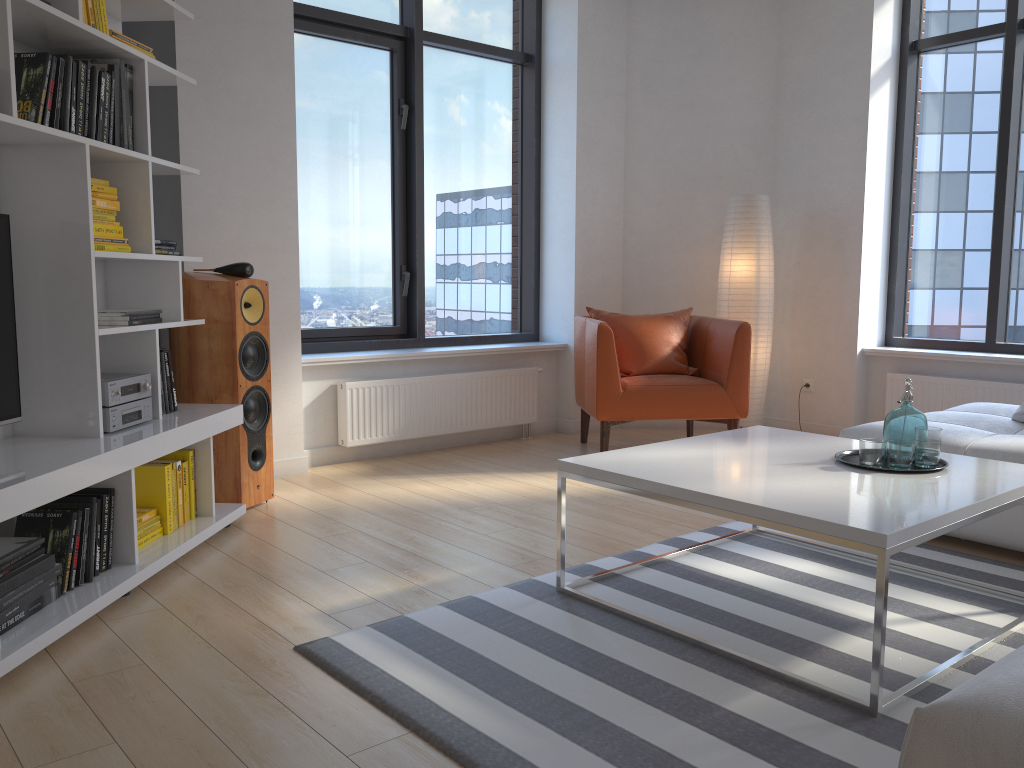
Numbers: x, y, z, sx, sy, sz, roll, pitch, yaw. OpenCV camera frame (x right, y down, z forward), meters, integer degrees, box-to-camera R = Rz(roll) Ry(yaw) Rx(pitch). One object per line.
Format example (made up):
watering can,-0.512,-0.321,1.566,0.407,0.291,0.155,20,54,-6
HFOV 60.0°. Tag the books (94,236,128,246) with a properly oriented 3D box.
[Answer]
books,-1.473,-0.488,3.021,0.203,0.024,0.257,1,7,8

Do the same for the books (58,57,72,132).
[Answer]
books,-1.446,-0.887,2.738,0.172,0.242,0.069,1,7,6

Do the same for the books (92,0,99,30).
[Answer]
books,-1.408,-1.224,2.866,0.128,0.178,0.044,1,7,5

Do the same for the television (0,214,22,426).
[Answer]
television,-1.581,-0.098,2.168,0.207,0.704,1.102,1,7,5

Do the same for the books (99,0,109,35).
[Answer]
books,-1.407,-1.231,2.907,0.141,0.184,0.064,1,7,6

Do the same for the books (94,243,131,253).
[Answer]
books,-1.465,-0.463,3.026,0.194,0.028,0.257,1,7,10

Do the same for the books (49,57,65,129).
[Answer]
books,-1.462,-0.880,2.705,0.169,0.233,0.081,1,7,4

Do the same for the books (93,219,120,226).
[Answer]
books,-1.492,-0.550,3.014,0.189,0.014,0.251,1,7,8

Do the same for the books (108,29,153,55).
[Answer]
books,-1.436,-1.206,3.145,0.203,0.024,0.257,1,7,8

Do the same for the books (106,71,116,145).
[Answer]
books,-1.446,-0.927,3.000,0.197,0.260,0.066,1,7,5

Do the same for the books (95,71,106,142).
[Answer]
books,-1.440,-0.911,2.928,0.179,0.243,0.071,1,7,4

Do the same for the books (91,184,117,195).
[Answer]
books,-1.484,-0.665,3.015,0.163,0.023,0.223,1,7,9

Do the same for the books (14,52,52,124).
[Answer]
books,-1.477,-0.873,2.641,0.182,0.234,0.104,1,7,5

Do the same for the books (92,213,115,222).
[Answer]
books,-1.472,-0.566,3.001,0.145,0.023,0.217,1,7,9

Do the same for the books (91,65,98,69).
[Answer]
books,-1.455,-0.913,2.903,0.192,0.254,0.075,1,7,4

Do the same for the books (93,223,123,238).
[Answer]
books,-1.478,-0.522,3.018,0.189,0.042,0.243,1,7,5

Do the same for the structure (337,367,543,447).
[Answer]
structure,-0.379,0.165,5.342,1.474,0.460,0.110,-5,9,-40

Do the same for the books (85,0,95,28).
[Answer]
books,-1.417,-1.222,2.846,0.132,0.180,0.054,1,7,5

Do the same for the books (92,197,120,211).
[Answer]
books,-1.486,-0.614,3.019,0.176,0.033,0.239,1,7,8

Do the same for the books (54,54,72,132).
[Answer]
books,-1.470,-0.897,2.762,0.192,0.254,0.075,1,7,4

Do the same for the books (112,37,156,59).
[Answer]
books,-1.428,-1.181,3.151,0.194,0.028,0.257,1,7,10

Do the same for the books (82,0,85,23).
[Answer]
books,-1.418,-1.237,2.760,0.161,0.229,0.041,1,7,4

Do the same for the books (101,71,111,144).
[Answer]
books,-1.448,-0.918,2.967,0.191,0.249,0.084,1,7,5

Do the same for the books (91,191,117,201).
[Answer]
books,-1.488,-0.641,3.010,0.160,0.022,0.227,3,7,20

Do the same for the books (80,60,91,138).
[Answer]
books,-1.461,-0.911,2.859,0.197,0.260,0.066,1,7,5

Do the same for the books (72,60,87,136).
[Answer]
books,-1.463,-0.902,2.826,0.191,0.249,0.084,1,7,5

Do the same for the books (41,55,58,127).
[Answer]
books,-1.478,-0.876,2.675,0.187,0.234,0.096,1,7,5

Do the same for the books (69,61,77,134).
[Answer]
books,-1.462,-0.893,2.789,0.179,0.243,0.068,1,7,4

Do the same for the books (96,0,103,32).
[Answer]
books,-1.395,-1.216,2.884,0.108,0.161,0.046,1,7,4

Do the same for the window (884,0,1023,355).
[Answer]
window,2.903,-1.383,5.175,0.170,2.402,1.310,-5,9,-40

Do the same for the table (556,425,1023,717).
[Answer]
table,0.912,0.468,2.786,1.091,0.435,1.091,-5,9,-40

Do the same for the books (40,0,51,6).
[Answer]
books,-1.502,-1.111,2.526,0.214,0.030,0.284,1,7,8

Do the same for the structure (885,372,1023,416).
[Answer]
structure,2.664,0.203,5.122,0.110,0.460,1.015,-5,9,-40

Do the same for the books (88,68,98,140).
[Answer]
books,-1.431,-0.903,2.879,0.172,0.242,0.069,1,7,6

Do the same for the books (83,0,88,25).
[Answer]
books,-1.441,-1.241,2.815,0.164,0.224,0.054,1,7,4

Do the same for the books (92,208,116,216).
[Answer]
books,-1.489,-0.587,3.012,0.171,0.019,0.239,1,7,5

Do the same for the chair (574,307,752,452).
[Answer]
chair,0.831,-0.022,5.250,0.896,0.858,0.843,-1,7,-8

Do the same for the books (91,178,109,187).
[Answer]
books,-1.507,-0.688,3.004,0.163,0.023,0.223,1,7,9

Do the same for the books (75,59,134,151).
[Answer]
books,-1.465,-0.964,3.095,0.259,0.321,0.128,1,7,5

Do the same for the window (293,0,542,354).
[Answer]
window,-0.609,-1.422,5.393,1.960,2.402,0.170,-5,9,-40
